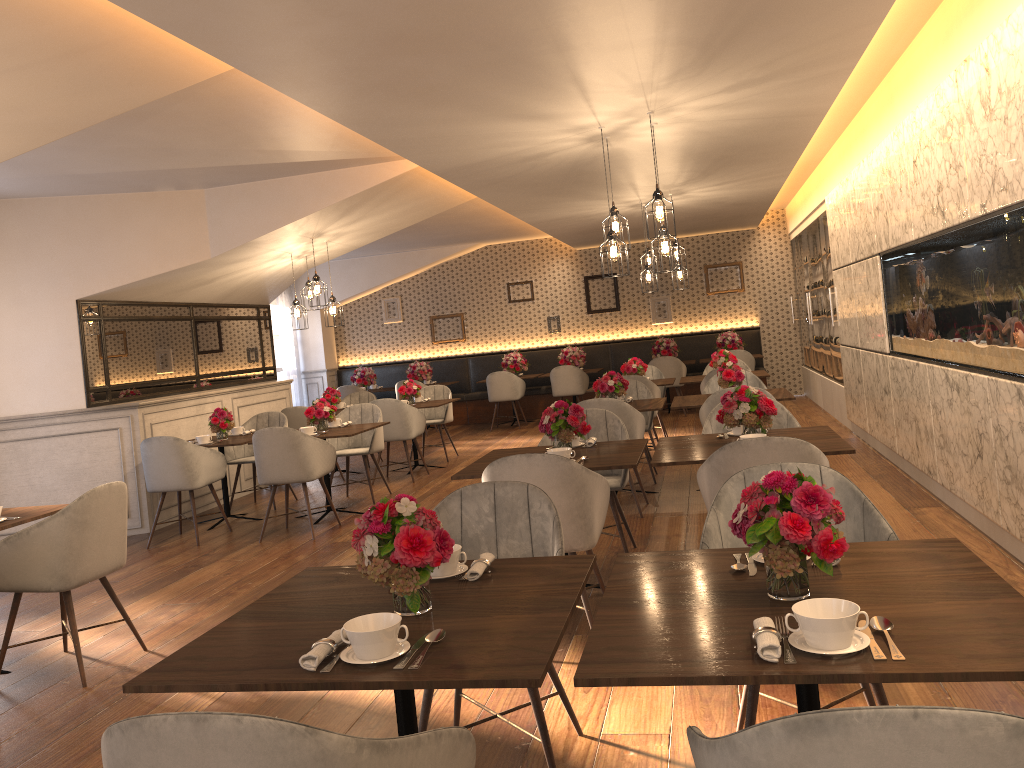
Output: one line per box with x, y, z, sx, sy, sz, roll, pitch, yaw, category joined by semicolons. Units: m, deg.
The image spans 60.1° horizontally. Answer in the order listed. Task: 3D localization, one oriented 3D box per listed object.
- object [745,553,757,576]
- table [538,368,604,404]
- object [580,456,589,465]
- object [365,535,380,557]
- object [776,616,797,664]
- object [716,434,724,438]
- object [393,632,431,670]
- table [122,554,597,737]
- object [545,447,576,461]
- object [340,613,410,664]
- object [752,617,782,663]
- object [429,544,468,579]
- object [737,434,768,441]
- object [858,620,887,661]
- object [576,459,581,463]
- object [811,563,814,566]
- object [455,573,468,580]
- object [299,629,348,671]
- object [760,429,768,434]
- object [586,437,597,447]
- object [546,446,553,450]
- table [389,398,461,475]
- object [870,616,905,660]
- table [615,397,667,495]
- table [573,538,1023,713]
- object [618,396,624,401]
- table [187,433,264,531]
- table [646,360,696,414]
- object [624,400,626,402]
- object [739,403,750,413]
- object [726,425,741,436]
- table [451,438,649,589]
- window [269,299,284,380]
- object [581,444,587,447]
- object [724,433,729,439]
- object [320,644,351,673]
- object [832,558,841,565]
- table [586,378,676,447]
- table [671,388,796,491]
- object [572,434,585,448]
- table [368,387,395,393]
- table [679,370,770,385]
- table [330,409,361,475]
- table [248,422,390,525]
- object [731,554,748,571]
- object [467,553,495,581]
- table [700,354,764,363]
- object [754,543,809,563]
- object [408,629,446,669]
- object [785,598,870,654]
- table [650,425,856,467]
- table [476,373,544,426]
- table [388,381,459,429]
0.616;0.463;2.280;0.022;0.004;0.211;-5;3;12;object
0.955;0.178;13.584;0.895;0.721;0.898;-5;2;12;table
0.351;0.373;4.318;0.043;0.015;0.197;-5;3;9;object
-0.329;0.385;2.138;0.048;0.052;0.076;-5;2;18;object
0.528;0.493;1.712;0.025;0.024;0.193;-5;3;13;object
1.110;0.274;4.736;0.043;0.015;0.197;-5;3;9;object
-0.208;0.567;1.890;0.022;0.004;0.211;-5;3;12;object
-0.252;0.919;2.200;0.895;0.721;0.898;-5;2;12;table
0.234;0.356;4.323;0.148;0.072;0.148;-7;3;-35;object
-0.293;0.542;1.881;0.148;0.072;0.149;-4;3;35;object
0.492;0.489;1.710;0.056;0.039;0.176;-5;3;12;object
-0.199;0.499;2.483;0.148;0.072;0.148;-7;3;-35;object
1.128;0.277;4.128;0.148;0.072;0.148;-7;3;-35;object
0.686;0.488;1.696;0.022;0.004;0.211;-5;3;12;object
0.319;0.381;4.332;0.022;0.004;0.211;-5;3;12;object
0.772;0.438;2.263;0.025;0.024;0.193;-5;3;13;object
-0.122;0.517;2.457;0.025;0.024;0.193;-5;3;13;object
-0.402;0.568;1.905;0.056;0.039;0.176;-5;3;12;object
1.334;0.242;4.707;0.056;0.039;0.176;-5;3;12;object
0.440;0.321;4.901;0.056;0.039;0.176;-5;3;12;object
0.217;0.353;4.930;0.043;0.015;0.197;-5;3;9;object
-1.083;0.590;9.781;0.895;0.721;0.898;-5;2;12;table
0.710;0.481;1.683;0.043;0.015;0.198;-5;3;16;object
0.814;0.543;7.141;0.895;0.721;0.898;-5;2;12;table
0.681;0.837;1.997;0.895;0.721;0.898;-5;2;12;table
0.871;0.122;7.441;0.148;0.072;0.148;-6;3;-10;object
-2.506;0.845;7.713;0.895;0.721;0.898;-5;2;12;table
2.332;0.057;13.284;0.895;0.721;0.898;-5;2;12;table
0.948;0.140;7.415;0.025;0.024;0.193;-5;3;13;object
1.134;0.116;4.356;0.048;0.052;0.076;-6;2;-8;object
1.221;0.235;4.731;0.148;0.072;0.148;-7;3;-35;object
0.270;0.735;4.621;0.895;0.721;0.898;-5;2;12;table
-4.715;0.225;7.767;0.494;2.388;14.549;-6;3;9;window
0.405;0.331;4.899;0.025;0.024;0.193;-5;3;13;object
1.143;0.278;4.722;0.022;0.004;0.211;-5;3;12;object
-0.366;0.572;1.907;0.025;0.024;0.193;-5;3;13;object
0.807;0.427;2.265;0.056;0.039;0.176;-5;3;12;object
1.337;0.359;9.563;0.895;0.721;0.898;-5;2;12;table
1.747;0.461;6.938;0.895;0.721;0.898;-5;2;12;table
0.328;0.314;4.925;0.148;0.072;0.148;-7;3;-35;object
-2.288;0.465;14.289;0.895;0.721;0.898;-5;2;12;table
2.270;0.277;9.360;0.895;0.721;0.898;-5;2;12;table
-2.016;0.672;9.984;0.895;0.721;0.898;-5;2;12;table
-1.574;0.763;7.509;0.895;0.721;0.898;-5;2;12;table
0.591;0.460;2.292;0.043;0.015;0.198;-5;3;16;object
-0.087;0.507;2.459;0.056;0.039;0.176;-5;3;12;object
3.265;-0.026;13.081;0.895;0.721;0.898;-5;2;12;table
0.694;0.420;2.289;0.148;0.072;0.148;-7;3;-35;object
-0.183;0.560;1.877;0.043;0.015;0.198;-5;3;16;object
0.601;0.463;1.686;0.148;0.072;0.149;-4;3;35;object
1.203;0.653;4.418;0.895;0.721;0.898;-5;2;12;table
0.022;0.261;13.787;0.895;0.721;0.898;-5;2;12;table
-1.355;0.383;14.086;0.895;0.721;0.898;-5;2;12;table
